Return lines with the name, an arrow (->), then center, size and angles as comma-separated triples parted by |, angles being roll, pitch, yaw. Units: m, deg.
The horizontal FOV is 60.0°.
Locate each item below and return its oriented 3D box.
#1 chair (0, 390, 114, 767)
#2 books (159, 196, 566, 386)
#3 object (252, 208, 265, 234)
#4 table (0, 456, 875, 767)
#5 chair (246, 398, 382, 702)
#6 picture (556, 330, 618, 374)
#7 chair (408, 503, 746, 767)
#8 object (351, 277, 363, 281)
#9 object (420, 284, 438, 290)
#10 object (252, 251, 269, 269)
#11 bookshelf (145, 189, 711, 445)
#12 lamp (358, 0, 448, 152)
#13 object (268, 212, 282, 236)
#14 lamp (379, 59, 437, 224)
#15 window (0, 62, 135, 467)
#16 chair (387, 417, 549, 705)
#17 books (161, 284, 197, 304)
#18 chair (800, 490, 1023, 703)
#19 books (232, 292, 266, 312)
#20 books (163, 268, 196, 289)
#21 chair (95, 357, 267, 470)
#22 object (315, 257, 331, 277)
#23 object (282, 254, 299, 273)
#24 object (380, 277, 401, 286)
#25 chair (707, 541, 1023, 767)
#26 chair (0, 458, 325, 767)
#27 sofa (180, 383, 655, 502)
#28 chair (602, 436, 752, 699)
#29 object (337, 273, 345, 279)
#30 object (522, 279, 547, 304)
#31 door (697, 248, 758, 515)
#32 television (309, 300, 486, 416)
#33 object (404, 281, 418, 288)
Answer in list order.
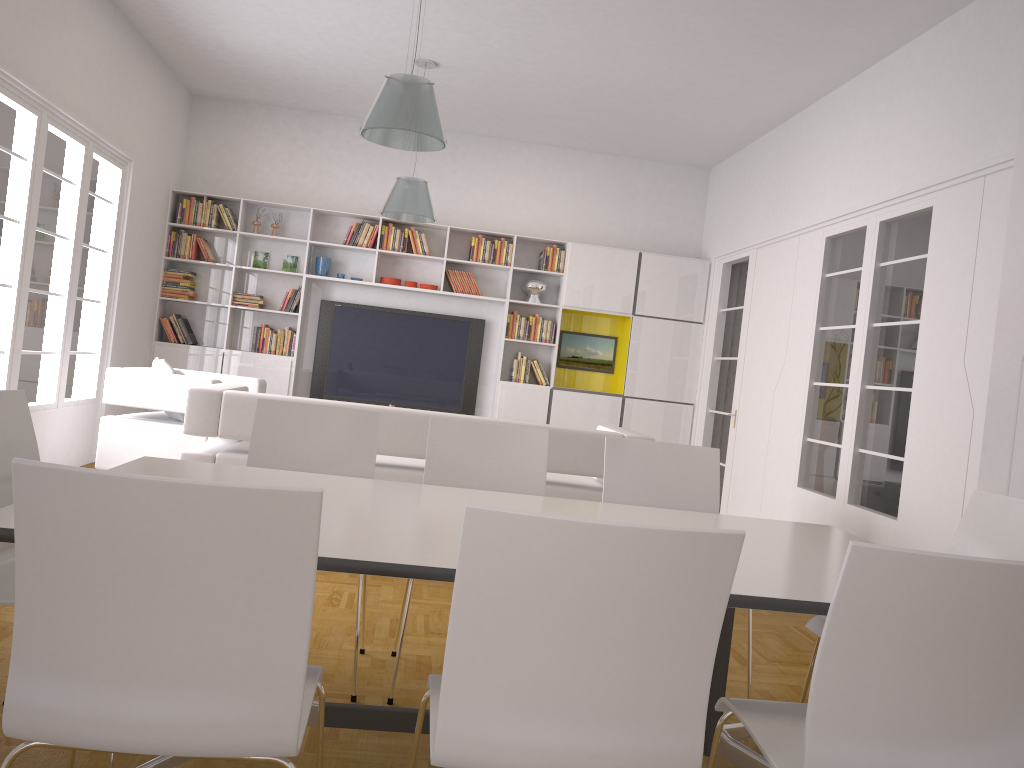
chair -> -1.210, 0.513, 2.361 | 0.575, 0.931, 0.561 | 7, 0, -6
books -> -1.447, -0.914, 8.824 | 3.861, 1.455, 0.235 | 7, 0, -6
object -> -2.487, -1.597, 8.736 | 0.120, 0.279, 0.179 | 7, 0, -1
table -> -0.013, 0.751, 2.475 | 2.410, 0.722, 1.211 | 7, 1, -6
chair -> -0.767, 0.551, 3.176 | 0.561, 0.931, 0.575 | 7, 0, -6
picture -> 0.781, -0.330, 9.208 | 0.609, 0.388, 0.007 | 7, 0, -6
chair -> 0.080, 0.675, 1.702 | 0.561, 0.931, 0.575 | 7, 0, -6
object -> -1.543, -1.033, 8.808 | 0.124, 0.032, 0.124 | 6, 1, -21
object -> -0.833, -0.963, 8.878 | 0.182, 0.054, 0.183 | 6, 1, -10
object -> -2.501, -1.226, 8.823 | 0.144, 0.190, 0.052 | 7, 0, -6
bookshelf -> -0.775, -0.335, 8.937 | 5.363, 2.480, 0.389 | 7, 0, -6
lamp -> -0.486, -1.874, 4.561 | 0.464, 1.250, 0.464 | 7, 0, -7
object -> -2.372, -1.574, 8.766 | 0.179, 0.260, 0.119 | 7, 0, 14
lamp -> -0.759, -1.949, 7.090 | 0.464, 1.250, 0.464 | 7, 0, -7
window -> -3.152, -0.577, 5.611 | 0.195, 2.528, 3.351 | 7, 1, -6
chair -> -0.115, 0.625, 3.247 | 0.561, 0.931, 0.575 | 7, 0, -6
books -> -3.242, -0.880, 8.644 | 0.283, 0.153, 0.207 | 7, 1, -6
chair -> 1.247, 0.787, 2.630 | 0.575, 0.931, 0.561 | 7, 0, -6
books -> -2.581, -0.804, 8.717 | 0.283, 0.153, 0.207 | 7, 1, -6
books -> -3.240, -1.030, 8.643 | 0.252, 0.153, 0.207 | 7, 1, -6
chair -> -2.432, 0.278, 6.660 | 0.801, 0.911, 1.096 | 7, 1, 4
object -> -1.875, -1.152, 8.771 | 0.147, 0.192, 0.147 | 7, 0, -17
object -> -2.216, -1.193, 8.854 | 0.144, 0.190, 0.052 | 7, 0, -6
object -> -1.213, -1.017, 8.856 | 0.210, 0.073, 0.211 | 6, 1, -31
chair -> 0.732, 0.749, 1.773 | 0.561, 0.931, 0.575 | 7, 0, -6
chair -> -0.613, 0.596, 1.626 | 0.561, 0.931, 0.575 | 7, 0, -6
sofa -> -0.558, 0.565, 5.350 | 2.622, 0.849, 0.822 | 7, 0, -6
chair -> 0.578, 0.704, 3.323 | 0.561, 0.931, 0.575 | 7, 0, -6
object -> -1.696, -1.063, 8.791 | 0.078, 0.056, 0.078 | 7, 1, 19
object -> 0.224, -0.931, 9.008 | 0.256, 0.239, 0.257 | 7, 0, 1
door -> 1.985, 0.010, 8.314 | 0.139, 2.454, 1.009 | 7, 0, -6
television -> -1.154, -0.209, 8.962 | 1.659, 1.088, 0.082 | 7, 0, -6
object -> -1.013, -0.987, 8.877 | 0.128, 0.073, 0.129 | 7, 1, -10
